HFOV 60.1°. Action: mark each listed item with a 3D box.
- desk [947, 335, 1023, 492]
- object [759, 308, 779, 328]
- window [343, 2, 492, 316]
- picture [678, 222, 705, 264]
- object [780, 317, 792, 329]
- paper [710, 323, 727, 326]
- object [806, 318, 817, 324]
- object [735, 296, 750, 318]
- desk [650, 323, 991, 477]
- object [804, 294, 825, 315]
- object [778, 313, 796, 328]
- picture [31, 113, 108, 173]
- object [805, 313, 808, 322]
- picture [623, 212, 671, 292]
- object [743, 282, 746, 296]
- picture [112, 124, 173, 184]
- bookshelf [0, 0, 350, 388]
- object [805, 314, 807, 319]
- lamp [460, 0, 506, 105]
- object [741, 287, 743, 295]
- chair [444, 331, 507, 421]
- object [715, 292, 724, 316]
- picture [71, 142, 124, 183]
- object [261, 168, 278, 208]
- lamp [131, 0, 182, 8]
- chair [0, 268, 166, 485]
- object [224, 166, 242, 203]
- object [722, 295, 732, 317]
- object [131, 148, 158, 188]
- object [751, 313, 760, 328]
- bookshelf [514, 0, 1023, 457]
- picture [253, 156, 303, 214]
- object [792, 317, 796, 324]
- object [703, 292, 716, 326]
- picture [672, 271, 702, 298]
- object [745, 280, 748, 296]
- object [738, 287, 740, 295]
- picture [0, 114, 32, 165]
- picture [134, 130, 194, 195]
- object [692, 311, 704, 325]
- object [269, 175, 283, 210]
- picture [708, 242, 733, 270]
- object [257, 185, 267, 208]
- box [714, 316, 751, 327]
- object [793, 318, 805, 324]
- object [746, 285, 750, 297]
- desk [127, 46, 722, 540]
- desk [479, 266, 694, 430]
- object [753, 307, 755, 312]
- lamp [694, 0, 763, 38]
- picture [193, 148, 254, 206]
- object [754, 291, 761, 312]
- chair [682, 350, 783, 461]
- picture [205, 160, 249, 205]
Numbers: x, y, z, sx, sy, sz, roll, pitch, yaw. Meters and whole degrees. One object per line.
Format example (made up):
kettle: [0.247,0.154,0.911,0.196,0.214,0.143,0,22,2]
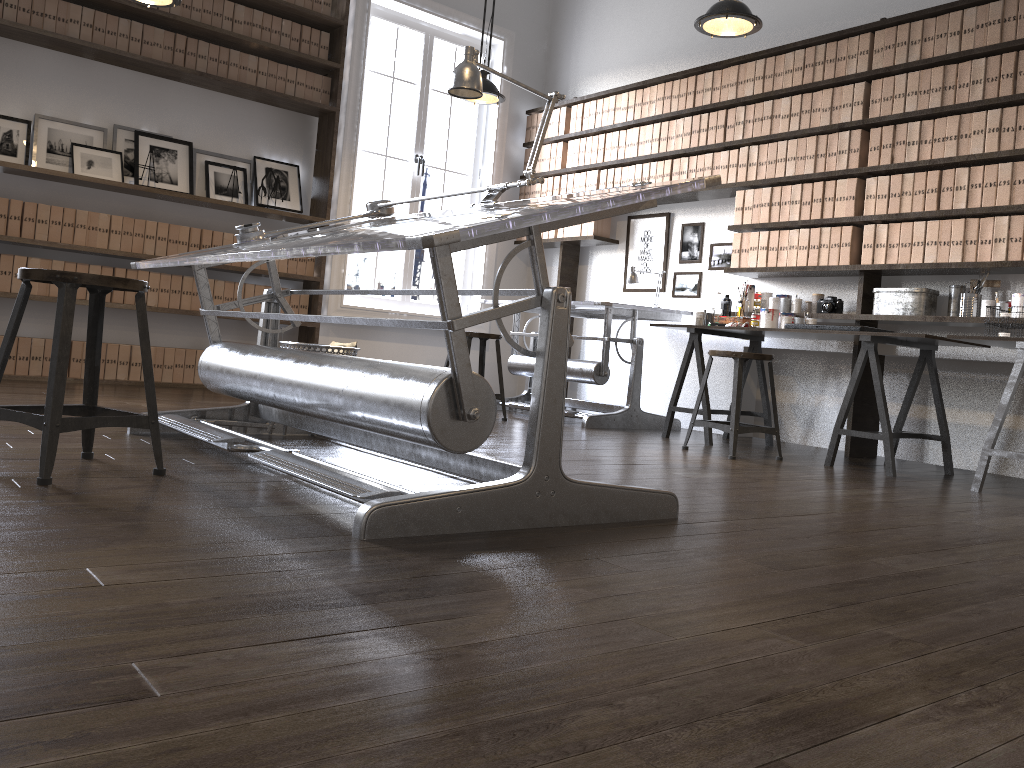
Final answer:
desk: [2.650,0.202,3.428,0.654,0.670,1.672,5,1,-38]
object: [1.494,-0.365,5.153,0.105,0.142,0.104,5,0,44]
window: [-0.748,-1.687,6.945,1.242,2.311,0.153,5,-1,-38]
picture: [1.261,-0.987,6.211,0.022,0.285,0.202,6,0,-39]
object: [1.571,-0.337,5.074,0.062,0.094,0.062,5,0,2]
paper: [1.226,-0.342,5.218,0.155,0.038,0.137,6,2,37]
object: [1.706,-0.324,5.051,0.062,0.094,0.062,5,0,11]
object: [1.513,-0.460,5.350,0.344,0.146,0.077,5,0,-16]
desk: [1.562,0.057,4.816,0.654,0.670,1.672,5,1,-38]
object: [1.787,-0.455,5.235,0.107,0.162,0.235,5,1,17]
object: [1.607,-0.350,5.181,0.094,0.128,0.095,5,0,-34]
picture: [-2.750,-1.459,5.513,0.414,0.365,0.083,5,0,-38]
object: [1.692,-0.347,5.114,0.004,0.133,0.030,6,-1,-43]
picture: [0.991,-0.964,6.531,0.040,0.575,0.416,6,0,-38]
object: [1.381,-0.506,5.301,0.007,0.214,0.055,5,-1,-3]
picture: [-2.414,-1.459,5.782,0.368,0.406,0.091,5,0,-38]
bookshelf: [-2.413,-1.142,5.758,2.467,3.726,0.413,5,-1,-38]
object: [1.684,-0.349,5.117,0.005,0.118,0.036,6,-1,-44]
lamp: [-0.097,-2.948,5.678,0.311,2.254,0.312,5,-1,31]
object: [1.371,-0.492,5.319,0.022,0.180,0.005,5,-1,-15]
chair: [-0.243,-0.052,5.438,0.357,0.528,0.372,5,0,-30]
object: [1.261,-0.448,5.447,0.068,0.237,0.069,6,-1,-41]
picture: [-2.594,-1.375,5.544,0.299,0.229,0.145,4,0,-38]
object: [-1.688,-1.355,6.147,0.118,0.304,0.040,6,-1,-38]
lamp: [-1.707,-3.047,4.413,0.311,2.254,0.312,5,-1,31]
chair: [-1.156,-0.026,2.350,0.359,0.528,0.371,5,0,30]
object: [-1.882,-1.344,5.984,0.123,0.260,0.040,5,-1,-38]
object: [1.327,-0.440,5.499,0.068,0.230,0.069,6,-1,-41]
object: [-2.326,-1.372,5.617,0.174,0.260,0.040,5,-1,-38]
object: [1.422,-0.359,5.180,0.049,0.112,0.050,6,-1,-42]
bookshelf: [2.951,-0.341,3.869,0.372,3.209,9.199,6,1,-38]
picture: [-1.670,-1.422,6.328,0.342,0.365,0.161,5,0,-38]
object: [1.620,-0.334,5.112,0.044,0.101,0.045,5,-1,-39]
object: [1.205,-0.448,5.403,0.068,0.230,0.069,6,-1,-41]
picture: [1.228,-0.695,6.213,0.023,0.183,0.251,6,0,-38]
object: [1.397,-0.513,5.319,0.021,0.228,0.007,6,-1,-26]
object: [1.379,-0.495,5.319,0.008,0.186,0.071,6,-1,-38]
picture: [-3.041,-1.453,5.309,0.266,0.315,0.058,5,-1,-38]
picture: [-2.284,-1.441,5.818,0.372,0.391,0.149,5,0,-38]
object: [1.146,-0.393,5.449,0.068,0.104,0.068,5,0,-34]
object: [-1.652,-1.333,6.211,0.110,0.262,0.040,6,-1,-38]
picture: [1.435,-0.861,5.974,0.023,0.183,0.251,6,0,-38]
object: [-1.719,-1.286,6.080,0.066,0.166,0.040,6,-1,-38]
box: [1.339,-0.362,5.326,0.137,0.083,0.212,4,2,-39]
object: [1.639,-0.330,5.058,0.062,0.093,0.063,5,0,11]
object: [1.394,-0.499,5.306,0.006,0.193,0.055,6,-1,-39]
desk: [-0.441,-0.420,2.936,1.074,1.387,2.285,5,1,-38]
desk: [0.550,-0.297,6.086,1.068,1.098,1.271,5,1,-38]
object: [1.439,-0.382,5.258,0.005,0.148,0.033,6,-1,-38]
lamp: [1.106,-2.787,4.149,0.311,2.254,0.312,5,-1,31]
picture: [-1.993,-1.408,6.113,0.433,0.361,0.095,4,0,-38]
object: [1.541,-0.511,5.576,0.051,0.140,0.050,6,-1,-41]
chair: [1.133,0.104,4.475,0.357,0.528,0.372,5,0,-30]
picture: [-1.961,-1.370,6.087,0.289,0.291,0.127,5,0,-38]
